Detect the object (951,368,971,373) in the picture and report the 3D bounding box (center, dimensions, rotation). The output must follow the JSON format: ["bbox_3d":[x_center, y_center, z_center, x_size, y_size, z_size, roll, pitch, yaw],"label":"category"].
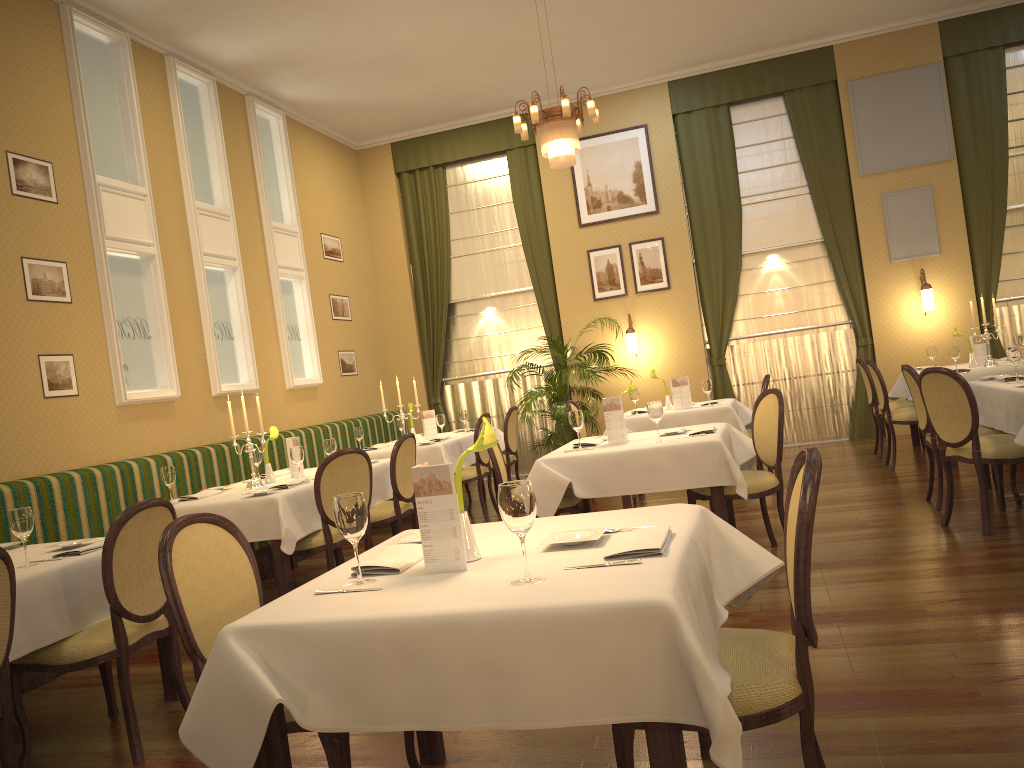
[{"bbox_3d":[3.763,-0.115,7.478,0.142,0.033,0.273,-8,0,15],"label":"object"}]

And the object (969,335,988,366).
[{"bbox_3d":[4.189,-0.301,7.897,0.166,0.277,0.081,-8,0,-13],"label":"object"}]

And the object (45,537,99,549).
[{"bbox_3d":[-1.926,0.706,3.880,0.160,0.024,0.160,-8,0,15],"label":"object"}]

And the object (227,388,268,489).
[{"bbox_3d":[-1.703,0.349,5.725,0.390,0.655,0.131,-8,0,29],"label":"object"}]

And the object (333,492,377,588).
[{"bbox_3d":[-0.404,0.397,2.270,0.088,0.229,0.088,-8,0,-27],"label":"object"}]

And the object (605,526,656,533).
[{"bbox_3d":[0.328,0.402,2.468,0.181,0.015,0.038,-8,0,17],"label":"object"}]

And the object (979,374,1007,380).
[{"bbox_3d":[3.326,-0.043,6.111,0.160,0.024,0.160,-8,0,15],"label":"object"}]

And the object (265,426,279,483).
[{"bbox_3d":[-1.613,0.472,5.929,0.163,0.375,0.076,-8,0,37],"label":"object"}]

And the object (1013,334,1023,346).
[{"bbox_3d":[4.565,-0.332,7.973,0.088,0.229,0.088,-8,0,-27],"label":"object"}]

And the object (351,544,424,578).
[{"bbox_3d":[-0.325,0.487,2.465,0.142,0.033,0.273,-8,0,15],"label":"object"}]

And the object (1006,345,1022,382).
[{"bbox_3d":[3.207,-0.128,5.648,0.088,0.229,0.088,-8,0,-27],"label":"object"}]

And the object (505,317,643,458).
[{"bbox_3d":[0.690,0.175,10.180,1.496,1.807,1.552,-8,0,-4],"label":"object"}]

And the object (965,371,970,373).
[{"bbox_3d":[3.629,-0.088,7.199,0.181,0.015,0.038,-8,0,17],"label":"object"}]

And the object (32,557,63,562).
[{"bbox_3d":[-1.885,0.708,3.563,0.185,0.010,0.017,-8,0,15],"label":"object"}]

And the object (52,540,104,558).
[{"bbox_3d":[-1.773,0.687,3.729,0.142,0.024,0.273,-8,0,15],"label":"object"}]

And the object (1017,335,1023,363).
[{"bbox_3d":[4.359,-0.300,7.541,0.088,0.229,0.088,-8,0,-27],"label":"object"}]

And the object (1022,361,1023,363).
[{"bbox_3d":[4.345,-0.196,7.353,0.142,0.033,0.273,-8,0,15],"label":"object"}]

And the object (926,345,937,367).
[{"bbox_3d":[3.901,-0.240,8.228,0.088,0.229,0.088,-8,0,-27],"label":"object"}]

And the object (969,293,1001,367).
[{"bbox_3d":[4.100,-0.476,7.670,0.390,0.655,0.131,-8,0,-19],"label":"object"}]

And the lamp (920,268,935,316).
[{"bbox_3d":[4.447,-0.994,9.596,0.114,0.513,0.323,-8,0,4],"label":"lamp"}]

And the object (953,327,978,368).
[{"bbox_3d":[4.032,-0.330,7.888,0.163,0.375,0.076,-8,0,37],"label":"object"}]

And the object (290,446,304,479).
[{"bbox_3d":[-1.354,0.511,5.624,0.088,0.229,0.088,-8,0,-27],"label":"object"}]

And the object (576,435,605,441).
[{"bbox_3d":[0.505,0.355,5.667,0.160,0.024,0.160,-8,0,15],"label":"object"}]

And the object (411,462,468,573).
[{"bbox_3d":[-0.205,0.347,2.300,0.081,0.277,0.166,-8,0,-28],"label":"object"}]

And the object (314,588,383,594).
[{"bbox_3d":[-0.402,0.508,2.188,0.185,0.010,0.017,-8,0,17],"label":"object"}]

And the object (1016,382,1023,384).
[{"bbox_3d":[3.065,-0.001,5.212,0.160,0.024,0.160,-8,0,15],"label":"object"}]

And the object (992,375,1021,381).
[{"bbox_3d":[3.344,-0.041,6.000,0.181,0.015,0.038,-8,0,17],"label":"object"}]

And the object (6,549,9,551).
[{"bbox_3d":[-2.376,0.772,4.054,0.181,0.015,0.038,-8,0,17],"label":"object"}]

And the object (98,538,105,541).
[{"bbox_3d":[-1.768,0.687,3.953,0.181,0.015,0.038,-8,0,17],"label":"object"}]

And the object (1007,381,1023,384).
[{"bbox_3d":[3.208,-0.017,5.565,0.185,0.010,0.017,-8,0,17],"label":"object"}]

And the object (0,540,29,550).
[{"bbox_3d":[-2.394,0.770,4.165,0.160,0.024,0.160,-8,0,15],"label":"object"}]

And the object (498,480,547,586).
[{"bbox_3d":[0.021,0.339,2.030,0.088,0.229,0.088,-8,0,-27],"label":"object"}]

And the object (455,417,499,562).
[{"bbox_3d":[-0.102,0.281,2.382,0.163,0.375,0.076,-8,0,-8],"label":"object"}]

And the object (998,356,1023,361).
[{"bbox_3d":[4.641,-0.238,8.255,0.142,0.024,0.273,-8,0,15],"label":"object"}]

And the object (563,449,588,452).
[{"bbox_3d":[0.387,0.381,5.121,0.185,0.010,0.017,-8,0,17],"label":"object"}]

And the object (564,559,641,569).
[{"bbox_3d":[0.210,0.423,2.078,0.185,0.010,0.017,-8,0,15],"label":"object"}]

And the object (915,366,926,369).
[{"bbox_3d":[4.021,-0.155,8.691,0.160,0.024,0.160,-8,0,15],"label":"object"}]

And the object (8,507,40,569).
[{"bbox_3d":[-1.919,0.603,3.486,0.088,0.229,0.088,-8,0,-27],"label":"object"}]

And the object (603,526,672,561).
[{"bbox_3d":[0.322,0.401,2.243,0.142,0.024,0.273,-8,0,15],"label":"object"}]

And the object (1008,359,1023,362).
[{"bbox_3d":[4.482,-0.209,7.915,0.185,0.010,0.017,-8,0,15],"label":"object"}]

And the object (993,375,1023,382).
[{"bbox_3d":[3.285,-0.038,5.843,0.142,0.033,0.273,-8,0,15],"label":"object"}]

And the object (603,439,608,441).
[{"bbox_3d":[0.523,0.357,5.556,0.181,0.015,0.038,-8,0,17],"label":"object"}]

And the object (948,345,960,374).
[{"bbox_3d":[3.642,-0.198,7.283,0.088,0.229,0.088,-8,0,-27],"label":"object"}]

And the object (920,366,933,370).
[{"bbox_3d":[3.979,-0.150,8.423,0.142,0.033,0.273,-8,0,15],"label":"object"}]

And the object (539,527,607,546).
[{"bbox_3d":[0.169,0.421,2.395,0.160,0.024,0.160,-8,0,15],"label":"object"}]

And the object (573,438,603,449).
[{"bbox_3d":[0.464,0.359,5.399,0.142,0.033,0.273,-8,0,15],"label":"object"}]

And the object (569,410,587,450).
[{"bbox_3d":[0.386,0.270,5.204,0.088,0.229,0.088,-8,0,-33],"label":"object"}]

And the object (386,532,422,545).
[{"bbox_3d":[-0.284,0.482,2.733,0.160,0.024,0.160,-8,0,15],"label":"object"}]
